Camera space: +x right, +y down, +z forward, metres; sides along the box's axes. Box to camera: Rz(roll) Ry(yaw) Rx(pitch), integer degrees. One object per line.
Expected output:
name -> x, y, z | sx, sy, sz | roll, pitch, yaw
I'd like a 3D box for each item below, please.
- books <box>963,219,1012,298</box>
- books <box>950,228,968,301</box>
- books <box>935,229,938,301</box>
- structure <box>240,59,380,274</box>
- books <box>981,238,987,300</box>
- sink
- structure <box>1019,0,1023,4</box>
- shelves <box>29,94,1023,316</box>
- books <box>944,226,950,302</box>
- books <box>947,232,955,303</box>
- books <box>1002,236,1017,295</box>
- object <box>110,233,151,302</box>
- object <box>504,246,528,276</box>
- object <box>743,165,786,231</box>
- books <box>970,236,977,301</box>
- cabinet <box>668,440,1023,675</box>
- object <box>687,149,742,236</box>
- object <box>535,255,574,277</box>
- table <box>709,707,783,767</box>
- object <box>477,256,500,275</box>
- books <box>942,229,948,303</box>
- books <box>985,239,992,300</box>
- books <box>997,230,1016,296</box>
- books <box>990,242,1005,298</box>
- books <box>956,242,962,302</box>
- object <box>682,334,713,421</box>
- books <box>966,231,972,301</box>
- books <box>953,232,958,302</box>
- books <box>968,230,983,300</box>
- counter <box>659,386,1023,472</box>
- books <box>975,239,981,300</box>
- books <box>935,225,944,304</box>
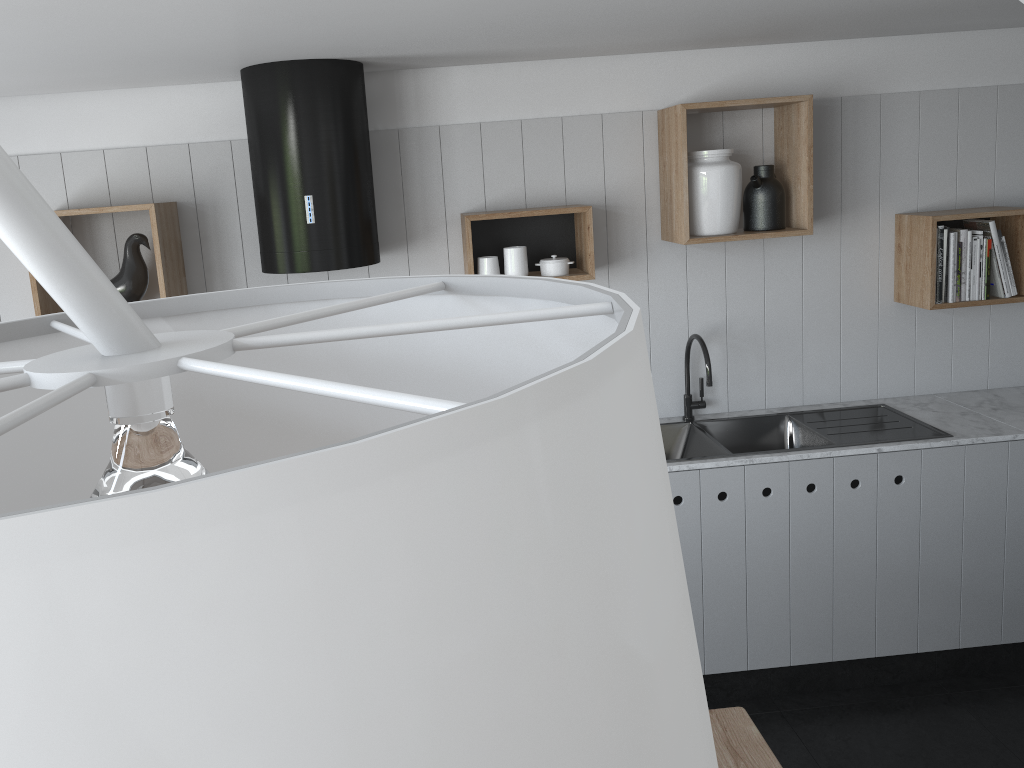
books -> 1.785, -0.474, 3.319 | 0.097, 0.287, 0.159 | -5, 11, -5
books -> 1.653, -0.453, 3.328 | 0.025, 0.261, 0.163 | -5, 11, -6
books -> 1.539, -0.456, 3.342 | 0.013, 0.278, 0.213 | -5, 11, -6
structure -> -0.698, -0.837, 3.044 | 0.427, 0.860, 0.405 | 6, 14, 41
books -> 1.727, -0.435, 3.313 | 0.011, 0.226, 0.145 | -5, 11, -6
sink -> 0.909, 0.258, 3.234 | 1.172, 0.164, 0.459 | -5, 13, -3
structure -> 2.182, 0.195, 1.124 | 1.051, 2.604, 3.659 | -5, 12, -6
shelves -> 0.126, -0.563, 3.212 | 3.563, 0.790, 0.304 | -5, 11, -3
books -> 1.584, -0.463, 3.352 | 0.011, 0.278, 0.231 | -5, 11, -6
books -> 1.603, -0.442, 3.311 | 0.014, 0.255, 0.165 | -5, 11, -6
books -> 1.823, -0.451, 3.320 | 0.069, 0.219, 0.145 | -5, 11, -5
object -> -1.446, -0.362, 3.157 | 0.333, 0.331, 0.141 | -4, 11, -2
object -> 0.014, -0.433, 3.172 | 0.086, 0.114, 0.087 | -5, 11, -4
object -> 0.930, -0.685, 3.247 | 0.158, 0.234, 0.155 | -5, 11, -6
books -> 1.691, -0.439, 3.320 | 0.015, 0.232, 0.152 | -5, 11, -6
cabinet -> 0.349, 0.677, 3.009 | 6.098, 0.740, 0.010 | -5, 10, -3
object -> 0.720, -0.697, 3.221 | 0.224, 0.298, 0.235 | -11, 13, -31
object -> 0.155, -0.433, 3.209 | 0.126, 0.072, 0.112 | -10, 14, -25
table -> 0.103, 1.223, 0.662 | 0.931, 0.742, 2.073 | -5, 13, -5
object -> -0.085, -0.411, 3.170 | 0.086, 0.087, 0.082 | 3, 13, 31
books -> 1.574, -0.460, 3.344 | 0.013, 0.279, 0.222 | -5, 11, -6
books -> 1.740, -0.435, 3.311 | 0.015, 0.221, 0.145 | -5, 11, -6
books -> 1.809, -0.459, 3.314 | 0.076, 0.246, 0.144 | -5, 11, -5
books -> 1.781, -0.437, 3.325 | 0.069, 0.219, 0.145 | -5, 11, -5
books -> 1.634, -0.427, 3.318 | 0.018, 0.217, 0.155 | -5, 11, -6
object -> 0.718, -0.006, 3.316 | 0.090, 0.371, 0.294 | -5, 11, -6
books -> 1.673, -0.451, 3.328 | 0.014, 0.255, 0.165 | -5, 11, -6
books -> 1.616, -0.445, 3.321 | 0.014, 0.255, 0.165 | -5, 11, -6
books -> 1.714, -0.450, 3.318 | 0.011, 0.252, 0.144 | -5, 11, -6
counter -> 0.291, 0.237, 3.222 | 6.101, 0.020, 0.588 | -5, 13, -3
books -> 1.705, -0.435, 3.314 | 0.011, 0.224, 0.145 | -5, 11, -6
books -> 1.557, -0.458, 3.334 | 0.021, 0.283, 0.209 | -5, 11, -6
